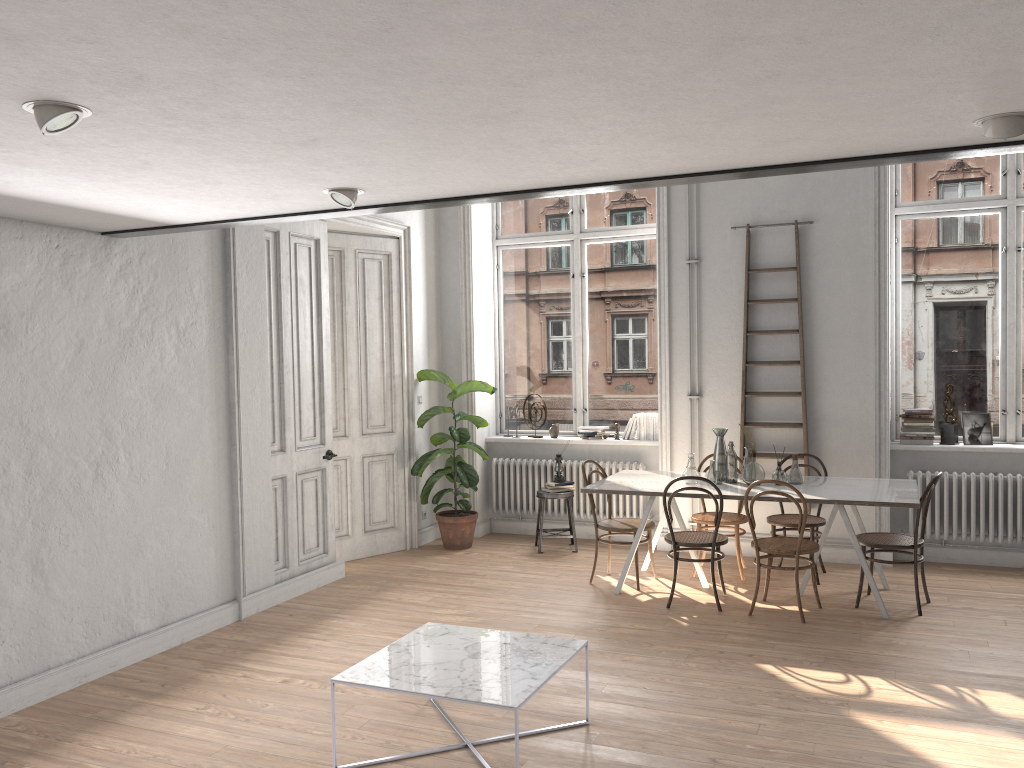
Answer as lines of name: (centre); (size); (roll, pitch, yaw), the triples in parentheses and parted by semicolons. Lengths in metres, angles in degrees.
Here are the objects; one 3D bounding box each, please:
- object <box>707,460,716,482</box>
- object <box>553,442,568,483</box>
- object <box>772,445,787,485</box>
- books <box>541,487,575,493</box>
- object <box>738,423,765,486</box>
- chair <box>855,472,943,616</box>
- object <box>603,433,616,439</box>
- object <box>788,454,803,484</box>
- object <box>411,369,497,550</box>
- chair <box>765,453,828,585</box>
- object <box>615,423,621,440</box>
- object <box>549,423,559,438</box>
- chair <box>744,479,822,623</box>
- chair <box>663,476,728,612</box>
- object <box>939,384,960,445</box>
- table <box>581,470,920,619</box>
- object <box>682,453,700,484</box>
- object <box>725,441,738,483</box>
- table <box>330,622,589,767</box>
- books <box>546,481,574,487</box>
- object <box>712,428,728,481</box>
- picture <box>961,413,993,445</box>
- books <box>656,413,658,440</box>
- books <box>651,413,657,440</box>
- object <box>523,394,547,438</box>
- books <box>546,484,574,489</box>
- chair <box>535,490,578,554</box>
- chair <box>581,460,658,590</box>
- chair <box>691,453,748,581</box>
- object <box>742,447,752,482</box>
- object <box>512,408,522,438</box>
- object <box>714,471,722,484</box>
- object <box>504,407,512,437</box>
object: (1.475, 0.643, 6.536); (0.083, 0.158, 0.083); (0, 2, 19)
object: (0.447, 0.689, 7.976); (0.163, 0.383, 0.154); (-1, 2, -3)
object: (1.911, 0.578, 6.335); (0.107, 0.283, 0.106); (0, 2, 18)
books: (0.416, 0.942, 7.965); (0.246, 0.034, 0.194); (-2, 2, -26)
object: (1.723, 0.500, 6.327); (0.156, 0.446, 0.157); (1, 3, 41)
chair: (2.597, 1.038, 5.973); (0.549, 0.921, 0.437); (0, 3, 36)
object: (0.922, 0.490, 8.330); (0.153, 0.048, 0.088); (-2, 2, -27)
object: (2.033, 0.610, 6.366); (0.101, 0.212, 0.101); (-2, 2, -27)
object: (1.714, 0.566, 6.850); (5.827, 1.843, 0.792); (0, 2, 29)
chair: (2.201, 1.020, 6.833); (0.438, 0.921, 0.549); (0, 2, 30)
object: (0.978, 0.440, 8.243); (0.048, 0.153, 0.088); (-1, 2, -7)
object: (0.405, 0.447, 8.530); (0.100, 0.142, 0.102); (-1, 2, -2)
chair: (1.787, 1.057, 5.863); (0.438, 0.921, 0.549); (0, 3, 34)
chair: (1.264, 1.059, 6.129); (0.438, 0.921, 0.549); (0, 2, 19)
object: (3.545, 0.246, 7.186); (0.102, 0.488, 0.122); (-3, 3, -42)
table: (1.724, 1.111, 6.404); (2.200, 0.780, 1.100); (0, 2, 23)
object: (1.307, 0.617, 6.469); (0.132, 0.219, 0.132); (-1, 2, 13)
object: (1.602, 0.570, 6.479); (0.086, 0.301, 0.086); (-1, 2, 9)
table: (-0.198, 1.412, 3.935); (0.849, 0.392, 0.849); (0, 2, 23)
books: (0.429, 0.893, 7.961); (0.221, 0.027, 0.147); (-2, 2, -34)
object: (1.556, 0.526, 6.619); (0.116, 0.383, 0.116); (0, 3, 35)
picture: (3.736, 0.362, 7.154); (0.221, 0.264, 0.148); (-1, 2, 7)
books: (1.359, 0.389, 8.170); (0.024, 0.243, 0.175); (0, 2, 23)
books: (1.308, 0.390, 8.168); (0.019, 0.244, 0.174); (0, 2, 23)
object: (0.227, 0.307, 8.605); (0.087, 0.425, 0.347); (-3, 2, -34)
books: (0.428, 0.916, 7.962); (0.232, 0.029, 0.162); (-1, 2, -6)
chair: (0.393, 1.218, 7.952); (0.364, 0.523, 0.360); (-1, 2, -3)
chair: (0.818, 1.048, 6.768); (0.549, 0.921, 0.437); (0, 2, 32)
chair: (1.644, 1.026, 6.988); (0.438, 0.921, 0.549); (0, 2, 21)
object: (1.736, 0.590, 6.501); (0.098, 0.255, 0.100); (-1, 2, 0)
object: (0.046, 0.377, 8.664); (0.095, 0.289, 0.095); (-3, 3, -44)
object: (1.494, 0.677, 6.427); (0.058, 0.094, 0.058); (-3, 3, -38)
object: (-0.039, 0.376, 8.763); (0.095, 0.289, 0.095); (-3, 3, -35)
